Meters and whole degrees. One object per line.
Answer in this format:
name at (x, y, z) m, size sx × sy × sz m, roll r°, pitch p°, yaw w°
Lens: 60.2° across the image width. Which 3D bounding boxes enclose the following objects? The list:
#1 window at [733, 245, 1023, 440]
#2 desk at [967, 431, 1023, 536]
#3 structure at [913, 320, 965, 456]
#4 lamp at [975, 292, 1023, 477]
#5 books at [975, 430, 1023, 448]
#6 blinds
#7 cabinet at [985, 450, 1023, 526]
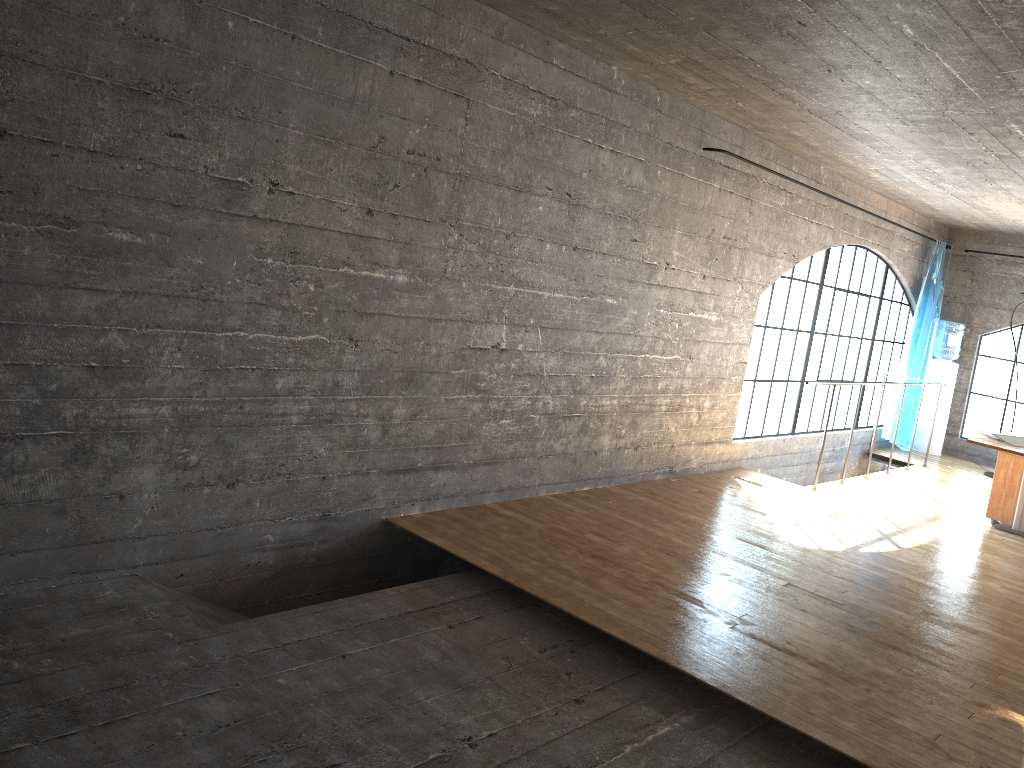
window at (5.272, -0.040, 8.349) m, size 6.946 × 1.859 × 3.212 m, roll 10°, pitch 7°, yaw 1°
desk at (4.430, 0.886, 6.187) m, size 1.655 × 0.734 × 3.496 m, roll 17°, pitch 10°, yaw 41°
structure at (4.734, 0.032, 9.797) m, size 0.325 × 1.468 × 0.330 m, roll 8°, pitch 4°, yaw -29°
lamp at (5.290, -0.180, 10.298) m, size 0.386 × 1.918 × 6.282 m, roll 10°, pitch 8°, yaw 5°
books at (3.188, 0.352, 5.619) m, size 0.306 × 0.044 × 0.321 m, roll 8°, pitch 8°, yaw -14°
blinds at (4.438, -0.409, 9.524) m, size 0.265 × 2.271 × 0.942 m, roll 12°, pitch 4°, yaw 37°
cabinet at (3.848, 0.809, 6.575) m, size 0.431 × 0.569 × 0.424 m, roll 14°, pitch 6°, yaw 38°
